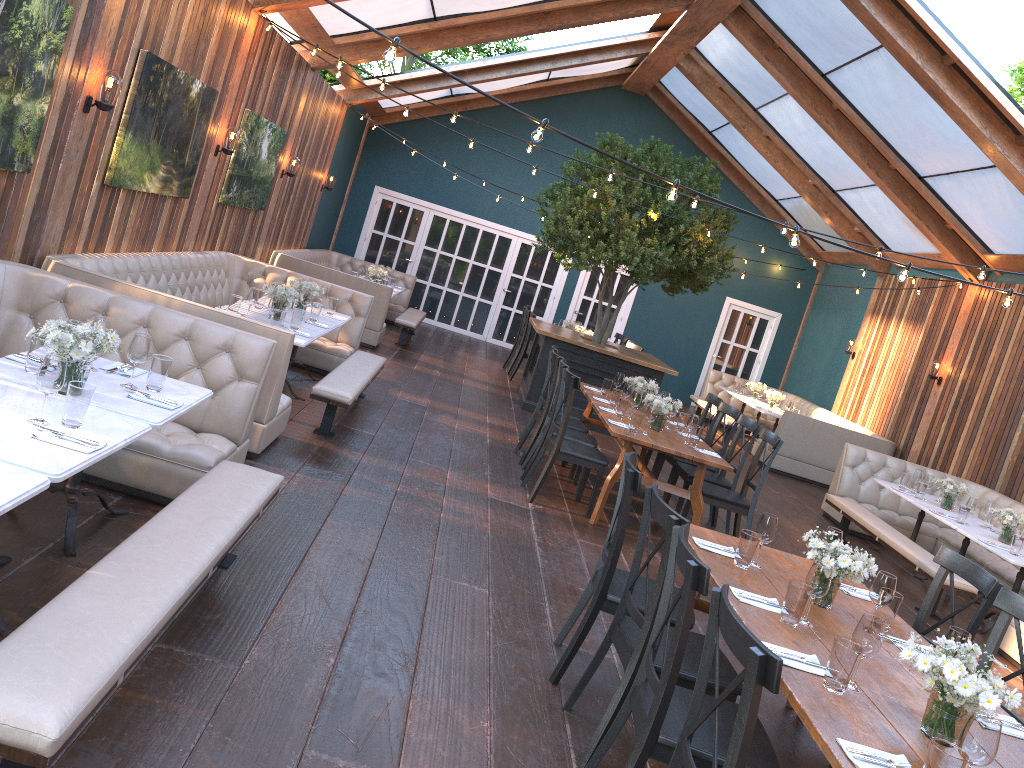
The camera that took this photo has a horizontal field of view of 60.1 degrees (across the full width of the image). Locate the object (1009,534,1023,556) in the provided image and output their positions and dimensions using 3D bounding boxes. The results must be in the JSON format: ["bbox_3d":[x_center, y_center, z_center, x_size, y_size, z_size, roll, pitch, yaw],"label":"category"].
[{"bbox_3d":[4.000,1.278,7.007,0.091,0.157,0.093,16,6,-17],"label":"object"}]

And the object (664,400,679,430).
[{"bbox_3d":[1.359,0.260,7.548,0.093,0.243,0.091,21,6,38],"label":"object"}]

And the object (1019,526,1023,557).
[{"bbox_3d":[4.095,1.253,7.074,0.092,0.243,0.093,17,5,-1],"label":"object"}]

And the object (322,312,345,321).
[{"bbox_3d":[-1.708,-0.645,8.365,0.255,0.019,0.159,17,8,-3],"label":"object"}]

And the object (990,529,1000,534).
[{"bbox_3d":[4.396,1.341,7.922,0.255,0.019,0.159,17,8,-3],"label":"object"}]

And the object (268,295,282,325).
[{"bbox_3d":[-1.805,-0.545,6.674,0.091,0.243,0.093,13,7,-46],"label":"object"}]

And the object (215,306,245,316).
[{"bbox_3d":[-2.154,-0.561,6.838,0.255,0.019,0.159,17,8,-3],"label":"object"}]

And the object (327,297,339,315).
[{"bbox_3d":[-1.731,-0.748,8.524,0.091,0.157,0.093,16,6,-17],"label":"object"}]

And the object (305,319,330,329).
[{"bbox_3d":[-1.686,-0.522,7.575,0.255,0.019,0.159,17,8,-3],"label":"object"}]

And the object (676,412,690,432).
[{"bbox_3d":[1.467,0.329,7.627,0.091,0.157,0.093,14,7,-37],"label":"object"}]

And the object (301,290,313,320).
[{"bbox_3d":[-1.791,-0.685,7.654,0.091,0.243,0.093,13,7,-46],"label":"object"}]

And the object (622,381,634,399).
[{"bbox_3d":[1.021,0.102,7.910,0.092,0.243,0.093,17,5,-6],"label":"object"}]

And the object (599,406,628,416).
[{"bbox_3d":[0.862,0.231,7.497,0.255,0.019,0.159,17,8,-3],"label":"object"}]

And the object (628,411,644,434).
[{"bbox_3d":[0.938,0.294,6.732,0.093,0.157,0.091,21,6,32],"label":"object"}]

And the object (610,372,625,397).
[{"bbox_3d":[1.011,0.012,8.502,0.091,0.243,0.093,13,7,-46],"label":"object"}]

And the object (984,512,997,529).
[{"bbox_3d":[4.365,1.236,8.072,0.091,0.157,0.093,16,6,-17],"label":"object"}]

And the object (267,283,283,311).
[{"bbox_3d":[-2.015,-0.737,7.530,0.091,0.243,0.093,13,7,-46],"label":"object"}]

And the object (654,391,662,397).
[{"bbox_3d":[1.436,0.155,8.745,0.092,0.157,0.091,20,6,23],"label":"object"}]

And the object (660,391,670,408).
[{"bbox_3d":[1.372,0.190,8.077,0.092,0.243,0.093,17,5,-6],"label":"object"}]

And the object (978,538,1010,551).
[{"bbox_3d":[3.928,1.305,7.168,0.255,0.019,0.159,17,8,-3],"label":"object"}]

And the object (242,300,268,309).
[{"bbox_3d":[-2.183,-0.685,7.621,0.255,0.019,0.159,17,8,-3],"label":"object"}]

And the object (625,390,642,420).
[{"bbox_3d":[1.021,0.176,7.410,0.092,0.243,0.093,17,5,-1],"label":"object"}]

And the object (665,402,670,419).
[{"bbox_3d":[1.427,0.235,8.158,0.092,0.157,0.091,20,6,23],"label":"object"}]

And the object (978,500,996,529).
[{"bbox_3d":[4.296,1.180,7.999,0.091,0.243,0.093,13,7,-46],"label":"object"}]

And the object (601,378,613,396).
[{"bbox_3d":[0.897,0.034,8.419,0.092,0.157,0.092,19,5,13],"label":"object"}]

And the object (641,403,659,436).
[{"bbox_3d":[1.062,0.275,6.823,0.092,0.243,0.093,17,5,-1],"label":"object"}]

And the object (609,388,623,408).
[{"bbox_3d":[0.916,0.126,7.832,0.092,0.157,0.092,18,5,3],"label":"object"}]

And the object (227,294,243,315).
[{"bbox_3d":[-2.089,-0.587,6.654,0.091,0.157,0.093,16,6,-17],"label":"object"}]

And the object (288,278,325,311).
[{"bbox_3d":[-1.901,-0.817,8.091,0.337,0.308,0.330,18,6,8],"label":"object"}]

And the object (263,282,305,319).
[{"bbox_3d":[-1.871,-0.668,7.136,0.338,0.308,0.329,19,6,13],"label":"object"}]

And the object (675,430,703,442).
[{"bbox_3d":[1.482,0.430,7.469,0.255,0.019,0.159,17,8,-3],"label":"object"}]

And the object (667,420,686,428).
[{"bbox_3d":[1.471,0.352,8.005,0.255,0.019,0.159,17,8,-3],"label":"object"}]

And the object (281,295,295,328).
[{"bbox_3d":[-1.763,-0.566,6.905,0.091,0.243,0.093,13,7,-46],"label":"object"}]

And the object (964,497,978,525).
[{"bbox_3d":[4.068,1.128,7.867,0.091,0.243,0.093,13,7,-46],"label":"object"}]

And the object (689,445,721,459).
[{"bbox_3d":[1.498,0.521,6.885,0.255,0.019,0.159,17,8,-3],"label":"object"}]

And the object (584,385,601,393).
[{"bbox_3d":[0.821,0.055,8.608,0.255,0.019,0.159,17,8,-3],"label":"object"}]

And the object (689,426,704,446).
[{"bbox_3d":[1.464,0.413,7.050,0.093,0.157,0.091,21,6,32],"label":"object"}]

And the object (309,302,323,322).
[{"bbox_3d":[-1.716,-0.628,7.732,0.091,0.157,0.093,16,6,-17],"label":"object"}]

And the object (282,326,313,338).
[{"bbox_3d":[-1.664,-0.405,6.828,0.255,0.019,0.159,17,8,-3],"label":"object"}]

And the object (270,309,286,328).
[{"bbox_3d":[-1.753,-0.472,6.593,0.093,0.157,0.091,21,6,32],"label":"object"}]

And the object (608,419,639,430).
[{"bbox_3d":[0.877,0.321,6.918,0.255,0.019,0.159,17,8,-3],"label":"object"}]

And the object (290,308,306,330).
[{"bbox_3d":[-1.694,-0.510,6.978,0.091,0.157,0.093,16,6,-17],"label":"object"}]

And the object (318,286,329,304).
[{"bbox_3d":[-1.821,-0.813,8.463,0.091,0.243,0.093,13,7,-46],"label":"object"}]

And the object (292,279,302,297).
[{"bbox_3d":[-2.032,-0.853,8.282,0.091,0.243,0.093,13,7,-46],"label":"object"}]

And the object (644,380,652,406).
[{"bbox_3d":[1.321,0.085,8.673,0.091,0.243,0.093,15,5,-23],"label":"object"}]

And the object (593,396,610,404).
[{"bbox_3d":[0.857,0.155,8.007,0.255,0.019,0.159,17,8,-3],"label":"object"}]

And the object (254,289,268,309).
[{"bbox_3d":[-2.116,-0.712,7.453,0.091,0.157,0.093,16,6,-17],"label":"object"}]

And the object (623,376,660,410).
[{"bbox_3d":[1.205,0.071,8.283,0.335,0.308,0.332,17,6,-8],"label":"object"}]

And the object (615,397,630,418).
[{"bbox_3d":[0.908,0.199,7.313,0.092,0.157,0.091,20,6,23],"label":"object"}]

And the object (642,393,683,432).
[{"bbox_3d":[1.209,0.226,7.237,0.333,0.308,0.334,22,8,33],"label":"object"}]

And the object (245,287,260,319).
[{"bbox_3d":[-1.989,-0.613,6.738,0.092,0.243,0.093,17,5,-1],"label":"object"}]

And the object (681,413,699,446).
[{"bbox_3d":[1.405,0.359,6.982,0.093,0.243,0.092,19,5,22],"label":"object"}]
